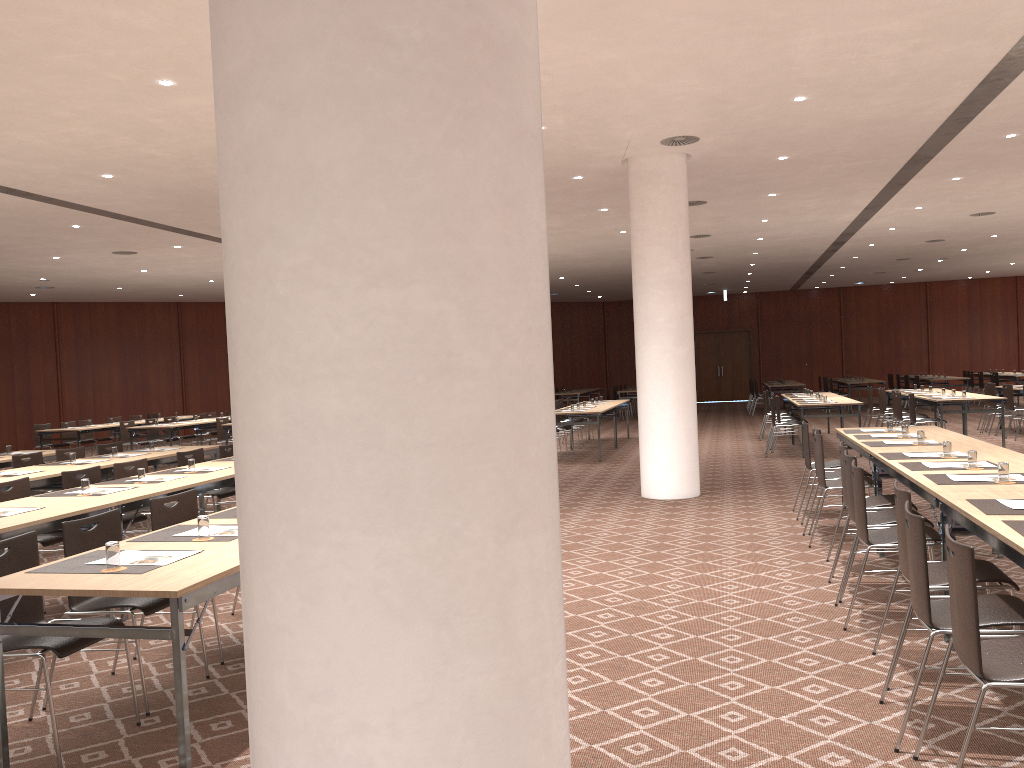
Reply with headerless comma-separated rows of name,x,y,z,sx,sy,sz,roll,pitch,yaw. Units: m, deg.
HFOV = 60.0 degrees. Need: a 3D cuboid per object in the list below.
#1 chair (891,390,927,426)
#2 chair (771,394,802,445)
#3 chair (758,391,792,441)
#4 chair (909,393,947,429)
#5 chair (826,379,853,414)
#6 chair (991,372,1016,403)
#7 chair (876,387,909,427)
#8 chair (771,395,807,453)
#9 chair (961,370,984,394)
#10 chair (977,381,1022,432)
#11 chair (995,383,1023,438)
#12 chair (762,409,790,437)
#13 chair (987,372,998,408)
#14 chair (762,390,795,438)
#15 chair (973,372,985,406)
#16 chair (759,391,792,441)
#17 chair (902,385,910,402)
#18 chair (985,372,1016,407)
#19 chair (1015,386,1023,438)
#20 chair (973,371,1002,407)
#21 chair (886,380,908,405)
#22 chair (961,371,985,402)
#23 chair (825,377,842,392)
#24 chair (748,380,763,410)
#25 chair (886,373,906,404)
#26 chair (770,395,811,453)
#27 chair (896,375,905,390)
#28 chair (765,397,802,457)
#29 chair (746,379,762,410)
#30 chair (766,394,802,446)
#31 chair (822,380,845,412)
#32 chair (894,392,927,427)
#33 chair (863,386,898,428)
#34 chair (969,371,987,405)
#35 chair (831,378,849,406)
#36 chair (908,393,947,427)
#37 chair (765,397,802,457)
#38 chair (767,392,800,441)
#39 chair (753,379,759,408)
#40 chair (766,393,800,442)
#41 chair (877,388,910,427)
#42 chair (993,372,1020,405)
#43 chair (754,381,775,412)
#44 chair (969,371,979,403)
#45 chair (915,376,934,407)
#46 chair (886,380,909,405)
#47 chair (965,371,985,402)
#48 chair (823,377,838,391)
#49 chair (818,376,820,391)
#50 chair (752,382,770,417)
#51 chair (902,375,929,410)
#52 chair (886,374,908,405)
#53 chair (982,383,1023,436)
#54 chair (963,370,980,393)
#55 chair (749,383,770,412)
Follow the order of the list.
chair,6.725,0.564,15.139,0.614,0.940,0.535,-2,1,11
chair,4.784,0.646,15.617,0.614,0.940,0.535,-2,1,14
chair,5.084,0.605,17.177,0.614,0.940,0.535,-2,1,13
chair,6.396,0.603,13.777,0.614,0.940,0.535,-2,1,16
chair,8.719,0.325,23.696,0.614,0.940,0.535,-2,1,12
chair,12.903,0.136,23.433,0.614,0.940,0.535,-2,1,16
chair,7.117,0.521,16.585,0.614,0.940,0.535,-2,1,13
chair,4.675,0.662,14.982,0.614,0.940,0.535,-2,1,16
chair,13.588,0.056,26.254,0.614,0.940,0.535,-2,1,15
chair,9.234,0.419,16.840,0.614,0.940,0.535,-2,1,11
chair,8.887,0.457,15.581,0.614,0.940,0.535,-2,1,11
chair,5.296,0.586,17.740,0.614,0.940,0.535,-2,1,15
chair,12.614,0.161,22.796,0.614,0.940,0.535,-2,1,13
chair,5.287,0.587,17.704,0.614,0.940,0.535,-2,1,14
chair,12.935,0.123,24.129,0.614,0.940,0.535,-2,1,14
chair,5.084,0.605,17.175,0.614,0.940,0.535,-2,1,14
chair,11.113,0.200,24.535,0.614,0.940,0.535,-2,1,12
chair,12.907,0.136,23.450,0.614,0.940,0.535,-2,1,14
chair,8.705,0.481,14.645,0.614,0.940,0.535,-2,1,13
chair,12.928,0.124,24.098,0.614,0.940,0.535,-2,1,14
chair,11.351,0.163,26.086,0.614,0.940,0.535,-2,1,13
chair,13.364,0.078,25.621,0.614,0.940,0.535,-2,1,12
chair,9.409,0.254,25.994,0.614,0.940,0.535,-2,1,12
chair,7.316,0.344,26.403,0.614,0.940,0.535,-2,1,17
chair,11.587,0.140,26.781,0.614,0.940,0.535,-2,1,15
chair,4.670,0.663,14.960,0.614,0.940,0.535,-2,1,12
chair,11.266,0.178,25.448,0.614,0.940,0.535,-2,1,11
chair,4.402,0.685,14.345,0.614,0.940,0.535,-2,1,14
chair,7.626,0.307,27.688,0.614,0.940,0.535,-2,1,12
chair,4.777,0.647,15.585,0.614,0.940,0.535,-2,1,13
chair,9.053,0.286,25.083,0.614,0.940,0.535,-2,1,15
chair,6.483,0.587,14.450,0.614,0.940,0.535,-2,1,13
chair,7.177,0.506,17.329,0.614,0.940,0.535,-2,1,12
chair,13.140,0.099,24.977,0.614,0.940,0.535,-2,1,16
chair,8.936,0.305,24.312,0.614,0.940,0.535,-2,1,12
chair,6.395,0.603,13.773,0.614,0.940,0.535,-2,1,15
chair,4.404,0.685,14.354,0.614,0.940,0.535,-2,1,16
chair,5.026,0.621,16.437,0.614,0.940,0.535,-2,1,16
chair,7.619,0.318,27.096,0.614,0.940,0.535,-2,1,11
chair,5.028,0.620,16.448,0.614,0.940,0.535,-2,1,15
chair,6.859,0.543,16.012,0.614,0.940,0.535,-2,1,16
chair,12.605,0.162,22.761,0.614,0.940,0.535,-2,1,13
chair,7.216,0.365,25.404,0.614,0.940,0.535,-2,1,16
chair,13.150,0.098,25.019,0.614,0.940,0.535,-2,1,14
chair,10.811,0.236,23.263,0.614,0.940,0.535,-2,1,11
chair,11.591,0.139,26.795,0.614,0.940,0.535,-2,1,12
chair,13.355,0.079,25.584,0.614,0.940,0.535,-2,1,15
chair,9.559,0.237,26.598,0.614,0.940,0.535,-2,1,16
chair,9.648,0.221,27.266,0.614,0.940,0.535,-2,1,12
chair,6.866,0.401,24.254,0.614,0.940,0.535,-2,1,14
chair,10.817,0.225,23.870,0.614,0.940,0.535,-2,1,13
chair,11.349,0.163,26.078,0.614,0.940,0.535,-2,1,16
chair,8.955,0.444,16.176,0.614,0.940,0.535,-2,1,16
chair,13.589,0.056,26.260,0.614,0.940,0.535,-2,1,16
chair,6.948,0.387,24.876,0.614,0.940,0.535,-2,1,13
